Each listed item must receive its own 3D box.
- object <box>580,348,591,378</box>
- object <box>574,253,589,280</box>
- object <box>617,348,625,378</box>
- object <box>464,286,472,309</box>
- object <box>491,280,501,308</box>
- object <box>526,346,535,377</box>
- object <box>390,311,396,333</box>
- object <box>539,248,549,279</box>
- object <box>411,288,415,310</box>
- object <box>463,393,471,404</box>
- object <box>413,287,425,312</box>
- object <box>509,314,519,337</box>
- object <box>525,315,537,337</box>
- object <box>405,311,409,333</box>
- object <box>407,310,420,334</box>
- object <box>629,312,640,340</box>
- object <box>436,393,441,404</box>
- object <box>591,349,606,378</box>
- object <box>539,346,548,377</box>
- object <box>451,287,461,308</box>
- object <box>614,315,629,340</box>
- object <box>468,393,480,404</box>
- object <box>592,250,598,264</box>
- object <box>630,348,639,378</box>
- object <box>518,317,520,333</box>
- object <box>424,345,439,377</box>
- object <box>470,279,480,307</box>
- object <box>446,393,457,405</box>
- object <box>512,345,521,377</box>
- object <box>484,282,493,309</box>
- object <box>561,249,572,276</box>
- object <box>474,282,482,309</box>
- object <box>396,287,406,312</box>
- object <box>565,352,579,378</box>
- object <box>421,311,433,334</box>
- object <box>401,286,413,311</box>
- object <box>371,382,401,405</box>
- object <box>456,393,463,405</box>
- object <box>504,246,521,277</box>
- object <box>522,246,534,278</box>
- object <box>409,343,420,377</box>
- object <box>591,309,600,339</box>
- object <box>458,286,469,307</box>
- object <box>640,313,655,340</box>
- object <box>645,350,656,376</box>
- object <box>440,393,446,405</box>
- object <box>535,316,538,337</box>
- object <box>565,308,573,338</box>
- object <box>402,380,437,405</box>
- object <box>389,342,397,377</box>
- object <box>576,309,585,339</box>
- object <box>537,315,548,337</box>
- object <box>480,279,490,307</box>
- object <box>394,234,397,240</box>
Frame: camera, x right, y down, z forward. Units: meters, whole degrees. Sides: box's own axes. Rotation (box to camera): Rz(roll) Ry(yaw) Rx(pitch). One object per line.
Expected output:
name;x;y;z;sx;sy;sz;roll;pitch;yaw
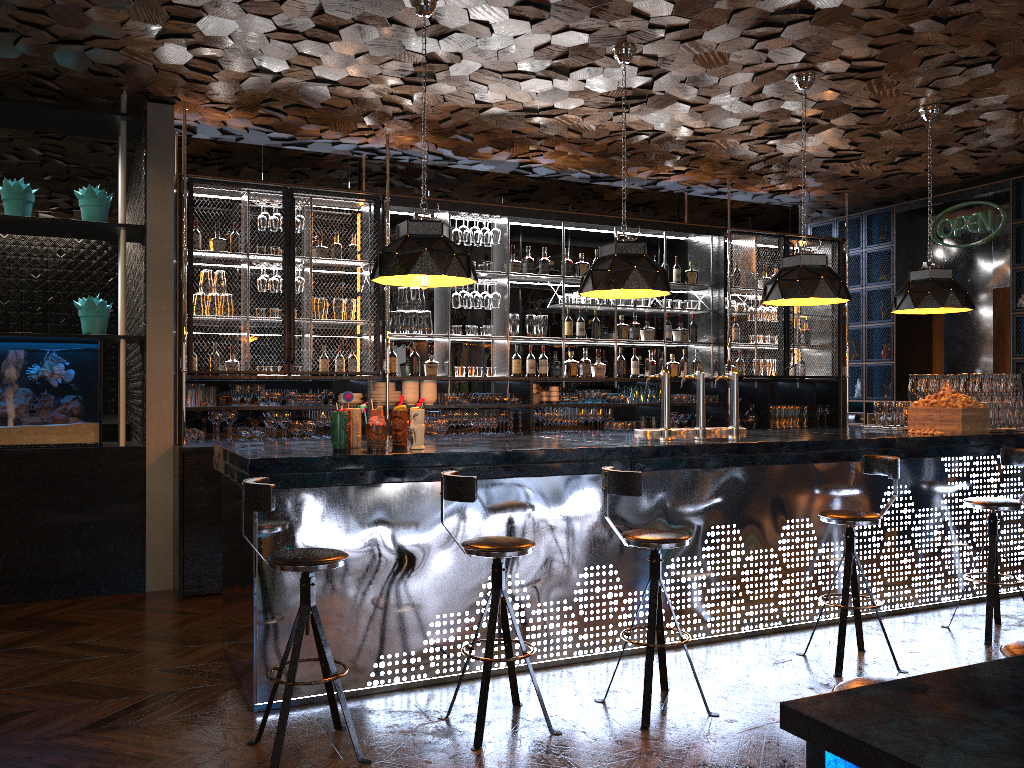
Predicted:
object;0.695;-0.197;8.429;0.083;0.282;0.083;0;0;-25
object;0.660;-1.113;8.416;0.151;0.248;0.094;0;0;-22
object;1.051;-0.204;8.571;0.086;0.297;0.086;0;0;8
object;-0.399;-0.805;7.991;0.092;0.244;0.092;0;0;25
object;-0.145;-0.805;7.930;0.092;0.244;0.092;0;0;25
object;0.172;-0.206;8.214;0.086;0.298;0.086;0;0;23
object;-1.020;-0.529;7.731;0.105;0.209;0.105;0;0;20
object;0.299;-1.125;8.245;0.083;0.282;0.083;0;0;-10
object;-0.849;-0.738;7.794;0.105;0.209;0.105;0;0;20
object;-0.399;0.130;7.916;0.109;0.100;0.109;0;0;-42
object;-0.806;-0.738;7.714;0.105;0.209;0.105;0;0;20
object;0.013;-0.528;8.036;0.105;0.209;0.105;0;0;19
object;0.174;-0.527;8.143;0.105;0.209;0.105;0;0;19
object;-0.906;-0.529;7.777;0.105;0.209;0.105;0;0;20
object;-0.852;-0.530;7.682;0.105;0.209;0.105;0;0;20
object;1.201;-0.559;8.672;0.083;0.282;0.083;0;0;-25
object;-0.629;0.130;7.822;0.100;0.100;0.089;0;0;-18
object;0.826;-0.194;8.476;0.123;0.279;0.123;0;0;-12
object;0.290;-0.206;8.244;0.086;0.298;0.086;0;0;23
object;-0.498;-0.805;7.944;0.092;0.244;0.092;0;0;25
object;1.062;-0.541;8.605;0.151;0.248;0.094;0;0;-37
object;-0.330;0.129;7.772;0.109;0.100;0.109;0;0;-42
object;0.808;-1.137;8.503;0.086;0.298;0.086;0;0;23
object;1.200;-0.203;8.678;0.086;0.298;0.086;0;0;23
object;0.021;-0.527;8.167;0.105;0.209;0.105;0;0;19
object;-0.706;-0.198;7.745;0.123;0.279;0.123;0;0;-12
object;-0.328;-0.806;7.842;0.092;0.244;0.092;0;0;25
object;-0.521;0.129;7.615;0.100;0.100;0.089;0;0;-21
object;0.041;-0.206;8.123;0.086;0.299;0.086;0;0;23
object;-0.216;-0.805;8.079;0.092;0.244;0.092;0;0;25
object;0.514;-1.131;8.347;0.083;0.282;0.083;0;0;-40
object;-0.309;-0.805;8.034;0.092;0.244;0.092;0;0;25
object;-0.960;-0.738;7.754;0.105;0.209;0.105;0;0;20
object;0.556;-0.179;8.362;0.151;0.248;0.094;0;0;-37
object;-0.743;-0.529;7.721;0.105;0.209;0.105;0;0;20
object;-0.907;-0.739;7.655;0.105;0.209;0.105;0;0;20
object;-1.085;0.080;7.473;0.306;0.195;0.300;0;0;-24
object;-0.471;0.129;7.700;0.089;0.100;0.100;0;0;11
object;0.006;-1.124;8.106;0.123;0.279;0.123;0;0;-37
object;0.149;-1.126;8.173;0.083;0.282;0.083;0;0;-40
object;-0.843;-0.209;7.667;0.086;0.297;0.086;0;0;8
object;0.800;-0.568;8.484;0.086;0.297;0.086;0;0;23
object;-0.427;-0.806;7.795;0.092;0.244;0.092;0;0;25
object;1.332;-0.556;8.720;0.123;0.279;0.123;0;0;-12
object;1.368;-0.195;8.750;0.083;0.282;0.083;0;0;-40
object;-0.577;0.129;7.714;0.089;0.100;0.100;0;0;37
object;0.246;-0.526;8.270;0.105;0.209;0.105;0;0;19
object;0.530;-0.568;8.359;0.086;0.299;0.086;0;0;23
object;-0.791;0.070;7.576;0.309;0.216;0.149;0;0;-28
object;-1.029;-0.209;7.613;0.086;0.299;0.086;0;0;23
object;0.651;-0.568;8.444;0.086;0.298;0.086;0;0;23
object;0.282;-0.527;8.168;0.105;0.209;0.105;0;0;19
object;-0.238;-0.806;7.885;0.092;0.244;0.092;0;0;25
object;-1.008;-1.144;7.655;0.086;0.298;0.086;0;0;23
